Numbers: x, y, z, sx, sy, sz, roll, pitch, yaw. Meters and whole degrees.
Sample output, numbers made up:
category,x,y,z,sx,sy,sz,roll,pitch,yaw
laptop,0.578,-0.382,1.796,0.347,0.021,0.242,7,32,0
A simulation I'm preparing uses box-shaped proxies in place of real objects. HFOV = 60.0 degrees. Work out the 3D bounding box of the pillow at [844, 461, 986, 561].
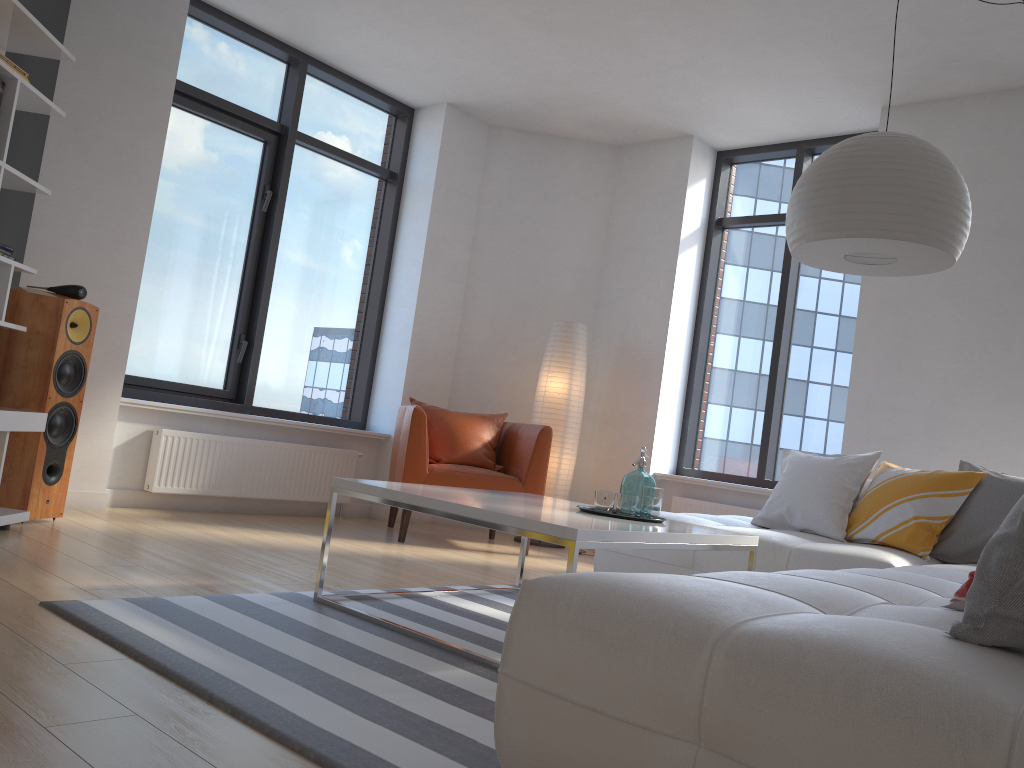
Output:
category,x,y,z,sx,sy,sz,roll,pitch,yaw
pillow,1.707,0.491,3.211,0.630,0.440,2.095,8,-4,-1

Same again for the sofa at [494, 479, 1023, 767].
category,x,y,z,sx,sy,sz,roll,pitch,yaw
sofa,1.062,0.636,2.919,2.614,0.732,3.424,5,-5,42

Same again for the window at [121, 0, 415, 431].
category,x,y,z,sx,sy,sz,roll,pitch,yaw
window,-1.589,-0.995,5.811,0.170,2.402,1.960,5,-5,42

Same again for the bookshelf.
category,x,y,z,sx,sy,sz,roll,pitch,yaw
bookshelf,-2.041,-0.518,2.321,0.455,2.052,3.000,8,-4,-3

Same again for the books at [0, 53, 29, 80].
category,x,y,z,sx,sy,sz,roll,pitch,yaw
books,-2.059,-1.266,3.468,0.203,0.024,0.257,8,-4,0

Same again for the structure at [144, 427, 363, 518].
category,x,y,z,sx,sy,sz,roll,pitch,yaw
structure,-1.545,0.580,5.506,0.110,0.460,1.474,5,-5,42

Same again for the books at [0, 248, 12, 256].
category,x,y,z,sx,sy,sz,roll,pitch,yaw
books,-2.137,-0.553,3.579,0.142,0.015,0.198,8,-4,-5

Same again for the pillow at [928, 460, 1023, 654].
category,x,y,z,sx,sy,sz,roll,pitch,yaw
pillow,1.459,0.394,2.608,0.647,0.453,2.953,6,-5,30

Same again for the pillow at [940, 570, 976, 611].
category,x,y,z,sx,sy,sz,roll,pitch,yaw
pillow,1.764,0.457,2.456,0.575,0.449,2.250,5,-5,39

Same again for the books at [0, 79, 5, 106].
category,x,y,z,sx,sy,sz,roll,pitch,yaw
books,-2.108,-1.042,3.371,0.259,0.321,0.128,8,-4,-3

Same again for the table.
category,x,y,z,sx,sy,sz,roll,pitch,yaw
table,0.099,0.652,3.143,1.091,0.435,1.091,5,-5,42

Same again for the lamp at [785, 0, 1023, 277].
category,x,y,z,sx,sy,sz,roll,pitch,yaw
lamp,2.474,-0.098,3.406,3.199,2.647,0.710,9,-4,-12

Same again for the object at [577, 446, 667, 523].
category,x,y,z,sx,sy,sz,roll,pitch,yaw
object,0.416,0.350,3.237,0.330,0.265,0.330,10,-4,-24

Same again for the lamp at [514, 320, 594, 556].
category,x,y,z,sx,sy,sz,roll,pitch,yaw
lamp,0.518,0.367,6.117,0.804,1.550,0.502,8,-4,2

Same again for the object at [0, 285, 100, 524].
category,x,y,z,sx,sy,sz,roll,pitch,yaw
object,-2.226,0.064,4.045,0.434,1.088,0.290,7,-4,12

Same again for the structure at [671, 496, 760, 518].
category,x,y,z,sx,sy,sz,roll,pitch,yaw
structure,1.466,1.025,5.710,1.015,0.460,0.110,5,-5,42

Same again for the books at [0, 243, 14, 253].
category,x,y,z,sx,sy,sz,roll,pitch,yaw
books,-2.149,-0.574,3.582,0.161,0.023,0.213,8,-4,0

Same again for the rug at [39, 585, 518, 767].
category,x,y,z,sx,sy,sz,roll,pitch,yaw
rug,0.005,0.844,2.873,1.662,0.016,2.326,5,-5,42

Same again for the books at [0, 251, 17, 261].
category,x,y,z,sx,sy,sz,roll,pitch,yaw
books,-2.137,-0.533,3.579,0.161,0.023,0.213,8,-4,0

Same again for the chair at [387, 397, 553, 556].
category,x,y,z,sx,sy,sz,roll,pitch,yaw
chair,-0.323,0.559,5.619,0.896,0.858,0.843,9,-4,-16

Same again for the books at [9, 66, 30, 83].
category,x,y,z,sx,sy,sz,roll,pitch,yaw
books,-2.055,-1.239,3.470,0.194,0.028,0.257,8,-4,2

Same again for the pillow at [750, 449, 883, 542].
category,x,y,z,sx,sy,sz,roll,pitch,yaw
pillow,1.654,0.487,3.526,0.580,0.456,2.156,10,-4,-22

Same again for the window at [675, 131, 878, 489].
category,x,y,z,sx,sy,sz,roll,pitch,yaw
window,1.881,-0.479,6.082,1.310,2.402,0.170,5,-5,42
